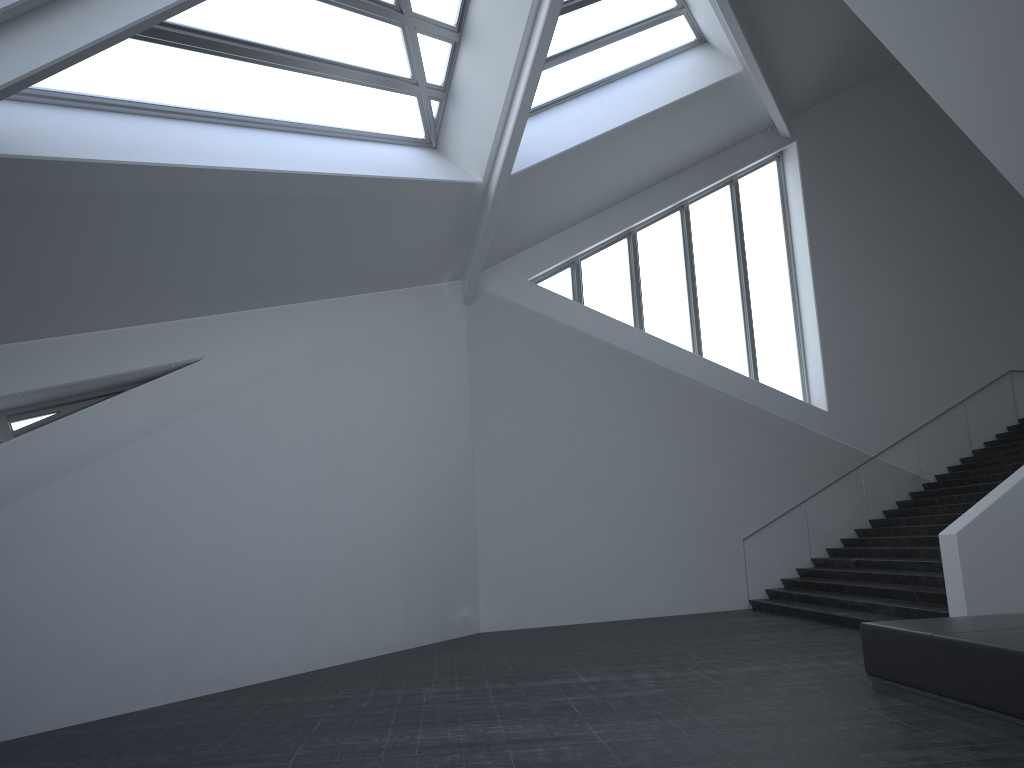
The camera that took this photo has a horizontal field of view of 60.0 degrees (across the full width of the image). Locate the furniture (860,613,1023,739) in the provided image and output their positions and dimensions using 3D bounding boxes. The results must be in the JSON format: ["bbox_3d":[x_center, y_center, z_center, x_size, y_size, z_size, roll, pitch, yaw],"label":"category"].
[{"bbox_3d":[4.027,1.813,4.942,1.488,0.580,5.742,-2,-10,-5],"label":"furniture"}]
